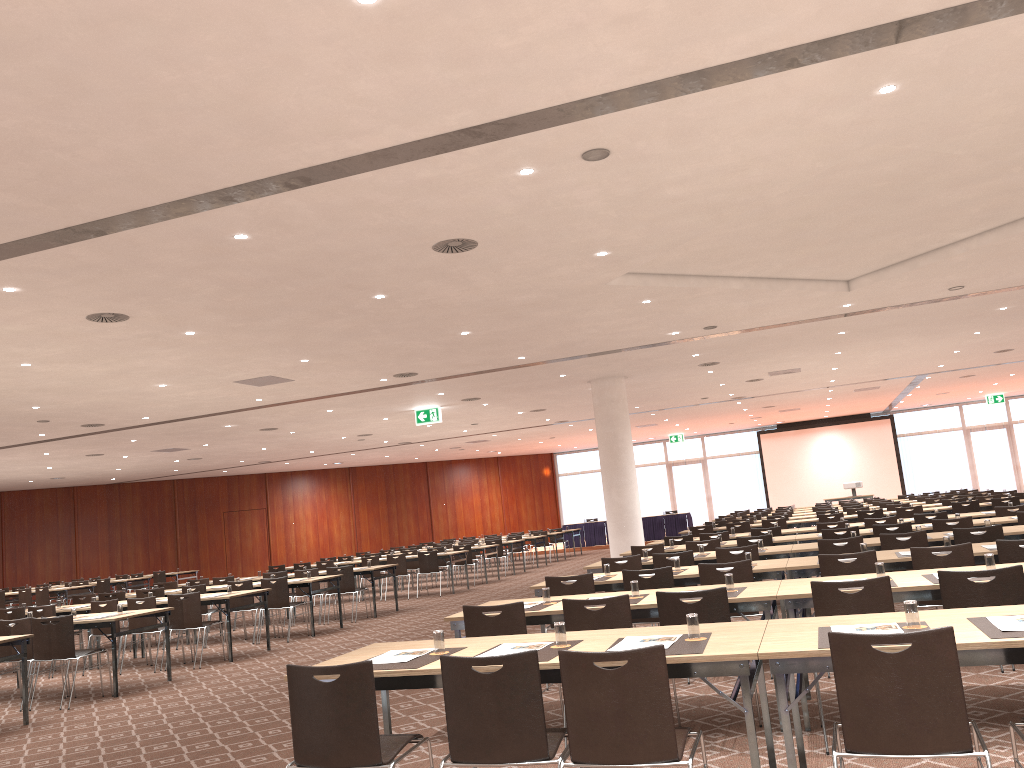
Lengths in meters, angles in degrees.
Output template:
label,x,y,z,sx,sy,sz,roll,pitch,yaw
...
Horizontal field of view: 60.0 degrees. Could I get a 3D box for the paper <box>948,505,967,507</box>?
label,x,y,z,sx,sy,sz,roll,pitch,yaw
paper,8.010,2.195,15.945,0.284,0.006,0.398,-9,-9,19

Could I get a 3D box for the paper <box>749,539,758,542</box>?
label,x,y,z,sx,sy,sz,roll,pitch,yaw
paper,3.187,2.075,11.746,0.284,0.006,0.398,-9,-9,18

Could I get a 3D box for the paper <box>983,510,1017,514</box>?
label,x,y,z,sx,sy,sz,roll,pitch,yaw
paper,6.928,1.811,12.561,0.460,0.003,0.566,-9,-9,19

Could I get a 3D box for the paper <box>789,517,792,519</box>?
label,x,y,z,sx,sy,sz,roll,pitch,yaw
paper,5.651,2.855,18.737,0.460,0.003,0.566,-9,-9,20

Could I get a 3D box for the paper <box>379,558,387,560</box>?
label,x,y,z,sx,sy,sz,roll,pitch,yaw
paper,-2.850,3.841,19.483,0.284,0.006,0.398,-9,-9,17

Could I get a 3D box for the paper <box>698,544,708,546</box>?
label,x,y,z,sx,sy,sz,roll,pitch,yaw
paper,2.562,2.170,11.952,0.284,0.006,0.398,-9,-9,18

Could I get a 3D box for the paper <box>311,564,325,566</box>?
label,x,y,z,sx,sy,sz,roll,pitch,yaw
paper,-4.334,4.057,19.882,0.460,0.003,0.566,-8,-9,15

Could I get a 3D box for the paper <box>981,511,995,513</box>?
label,x,y,z,sx,sy,sz,roll,pitch,yaw
paper,6.873,1.825,12.645,0.284,0.006,0.398,-9,-9,18

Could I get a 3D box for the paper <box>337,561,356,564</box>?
label,x,y,z,sx,sy,sz,roll,pitch,yaw
paper,-3.712,3.965,19.694,0.460,0.003,0.566,-9,-9,19

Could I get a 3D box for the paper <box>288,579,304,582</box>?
label,x,y,z,sx,sy,sz,roll,pitch,yaw
paper,-3.372,3.068,13.881,0.284,0.006,0.398,-9,-9,17

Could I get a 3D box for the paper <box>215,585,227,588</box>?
label,x,y,z,sx,sy,sz,roll,pitch,yaw
paper,-4.597,3.255,14.287,0.284,0.006,0.398,-9,-9,19

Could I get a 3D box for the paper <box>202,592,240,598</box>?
label,x,y,z,sx,sy,sz,roll,pitch,yaw
paper,-4.012,2.851,11.930,0.460,0.003,0.566,-8,-9,17

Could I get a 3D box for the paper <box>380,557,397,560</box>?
label,x,y,z,sx,sy,sz,roll,pitch,yaw
paper,-2.824,3.828,19.386,0.460,0.003,0.566,-8,-9,15

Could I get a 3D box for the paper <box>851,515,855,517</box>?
label,x,y,z,sx,sy,sz,roll,pitch,yaw
paper,6.507,2.417,16.372,0.460,0.003,0.566,-8,-9,17

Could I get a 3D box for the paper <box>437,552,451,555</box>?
label,x,y,z,sx,sy,sz,roll,pitch,yaw
paper,-1.602,3.644,18.996,0.460,0.003,0.566,-9,-9,19

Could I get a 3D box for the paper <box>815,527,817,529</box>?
label,x,y,z,sx,sy,sz,roll,pitch,yaw
paper,4.776,2.136,13.252,0.460,0.003,0.566,-9,-9,21

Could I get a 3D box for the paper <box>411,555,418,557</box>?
label,x,y,z,sx,sy,sz,roll,pitch,yaw
paper,-2.210,3.738,19.205,0.460,0.003,0.566,-8,-9,15

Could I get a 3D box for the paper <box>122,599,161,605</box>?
label,x,y,z,sx,sy,sz,roll,pitch,yaw
paper,-5.205,3.034,12.332,0.460,0.003,0.566,-9,-9,19

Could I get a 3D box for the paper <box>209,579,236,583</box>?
label,x,y,z,sx,sy,sz,roll,pitch,yaw
paper,-5.456,3.685,16.571,0.460,0.003,0.566,-9,-9,19

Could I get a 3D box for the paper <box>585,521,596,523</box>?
label,x,y,z,sx,sy,sz,roll,pitch,yaw
paper,2.790,4.943,31.767,0.460,0.003,0.566,-9,-9,18

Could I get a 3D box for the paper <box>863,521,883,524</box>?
label,x,y,z,sx,sy,sz,roll,pitch,yaw
paper,5.361,2.055,13.143,0.284,0.006,0.398,-8,-9,17

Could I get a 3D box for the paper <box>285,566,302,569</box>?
label,x,y,z,sx,sy,sz,roll,pitch,yaw
paper,-4.953,4.152,20.087,0.460,0.003,0.566,-9,-9,19

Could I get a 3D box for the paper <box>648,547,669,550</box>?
label,x,y,z,sx,sy,sz,roll,pitch,yaw
paper,1.990,2.257,12.143,0.284,0.006,0.398,-9,-9,20

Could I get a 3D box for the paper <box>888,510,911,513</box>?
label,x,y,z,sx,sy,sz,roll,pitch,yaw
paper,7.110,2.321,16.146,0.460,0.003,0.566,-9,-9,19

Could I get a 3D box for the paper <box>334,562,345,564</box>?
label,x,y,z,sx,sy,sz,roll,pitch,yaw
paper,-3.795,3.977,19.746,0.284,0.006,0.398,-9,-9,18

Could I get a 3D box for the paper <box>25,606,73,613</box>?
label,x,y,z,sx,sy,sz,roll,pitch,yaw
paper,-6.739,3.265,12.826,0.460,0.003,0.566,-9,-9,18

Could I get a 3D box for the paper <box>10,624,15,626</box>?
label,x,y,z,sx,sy,sz,roll,pitch,yaw
paper,-5.836,2.821,10.449,0.460,0.003,0.566,-9,-9,18

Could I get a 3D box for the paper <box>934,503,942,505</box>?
label,x,y,z,sx,sy,sz,roll,pitch,yaw
paper,8.642,2.404,17.810,0.284,0.006,0.398,-8,-9,17

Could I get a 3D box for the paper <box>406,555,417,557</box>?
label,x,y,z,sx,sy,sz,roll,pitch,yaw
paper,-2.253,3.747,19.266,0.284,0.006,0.398,-8,-9,16

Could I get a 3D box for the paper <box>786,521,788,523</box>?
label,x,y,z,sx,sy,sz,roll,pitch,yaw
paper,4.993,2.644,16.848,0.460,0.003,0.566,-9,-9,19

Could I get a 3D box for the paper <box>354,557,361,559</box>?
label,x,y,z,sx,sy,sz,roll,pitch,yaw
paper,-3.731,4.281,21.848,0.284,0.006,0.398,-8,-9,15

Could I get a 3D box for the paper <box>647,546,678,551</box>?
label,x,y,z,sx,sy,sz,roll,pitch,yaw
paper,1.998,2.252,12.085,0.460,0.003,0.566,-8,-9,16

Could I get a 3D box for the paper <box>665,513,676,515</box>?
label,x,y,z,sx,sy,sz,roll,pitch,yaw
paper,5.469,4.538,30.897,0.460,0.003,0.566,-9,-9,18

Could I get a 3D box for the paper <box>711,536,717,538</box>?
label,x,y,z,sx,sy,sz,roll,pitch,yaw
paper,3.234,2.374,13.812,0.284,0.006,0.398,-9,-9,18

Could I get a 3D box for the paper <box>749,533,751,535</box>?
label,x,y,z,sx,sy,sz,roll,pitch,yaw
paper,3.854,2.276,13.551,0.460,0.003,0.566,-8,-9,15

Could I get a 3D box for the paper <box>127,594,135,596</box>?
label,x,y,z,sx,sy,sz,roll,pitch,yaw
paper,-6.115,3.477,14.701,0.460,0.003,0.566,-9,-9,19

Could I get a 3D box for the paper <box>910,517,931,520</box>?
label,x,y,z,sx,sy,sz,roll,pitch,yaw
paper,5.972,1.964,12.949,0.284,0.006,0.398,-9,-9,19

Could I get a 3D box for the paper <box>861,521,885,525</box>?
label,x,y,z,sx,sy,sz,roll,pitch,yaw
paper,5.404,2.043,13.065,0.460,0.003,0.566,-8,-9,17

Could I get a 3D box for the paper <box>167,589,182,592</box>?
label,x,y,z,sx,sy,sz,roll,pitch,yaw
paper,-5.514,3.392,14.568,0.284,0.006,0.398,-9,-9,18

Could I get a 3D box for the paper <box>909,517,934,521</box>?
label,x,y,z,sx,sy,sz,roll,pitch,yaw
paper,6.019,1.947,12.840,0.460,0.003,0.566,-9,-9,19

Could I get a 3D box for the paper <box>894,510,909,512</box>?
label,x,y,z,sx,sy,sz,roll,pitch,yaw
paper,7.110,2.329,16.223,0.284,0.006,0.398,-9,-9,17

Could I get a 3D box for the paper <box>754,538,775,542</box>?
label,x,y,z,sx,sy,sz,roll,pitch,yaw
paper,3.210,2.064,11.663,0.460,0.003,0.566,-8,-9,14

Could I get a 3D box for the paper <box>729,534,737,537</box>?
label,x,y,z,sx,sy,sz,roll,pitch,yaw
paper,3.238,2.371,13.762,0.460,0.003,0.566,-8,-9,16

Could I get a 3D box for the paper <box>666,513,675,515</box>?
label,x,y,z,sx,sy,sz,roll,pitch,yaw
paper,5.497,4.520,30.821,0.284,0.006,0.398,-9,-9,18

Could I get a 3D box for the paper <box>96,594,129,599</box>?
label,x,y,z,sx,sy,sz,roll,pitch,yaw
paper,-6.740,3.571,14.897,0.460,0.003,0.566,-8,-9,16

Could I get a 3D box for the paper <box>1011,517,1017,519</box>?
label,x,y,z,sx,sy,sz,roll,pitch,yaw
paper,6.236,1.610,10.734,0.284,0.006,0.398,-9,-9,19

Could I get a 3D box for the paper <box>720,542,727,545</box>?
label,x,y,z,sx,sy,sz,roll,pitch,yaw
paper,2.626,2.154,11.866,0.460,0.003,0.566,-9,-9,17

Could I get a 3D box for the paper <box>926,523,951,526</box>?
label,x,y,z,sx,sy,sz,roll,pitch,yaw
paper,5.317,1.751,11.047,0.284,0.006,0.398,-8,-9,17

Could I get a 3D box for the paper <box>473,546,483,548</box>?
label,x,y,z,sx,sy,sz,roll,pitch,yaw
paper,-0.952,3.853,20.869,0.460,0.003,0.566,-9,-9,21

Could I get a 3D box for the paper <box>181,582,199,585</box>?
label,x,y,z,sx,sy,sz,roll,pitch,yaw
paper,-6.140,3.793,16.850,0.284,0.006,0.398,-8,-9,16

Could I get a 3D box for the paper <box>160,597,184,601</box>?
label,x,y,z,sx,sy,sz,roll,pitch,yaw
paper,-4.647,2.951,12.191,0.284,0.006,0.398,-9,-9,18

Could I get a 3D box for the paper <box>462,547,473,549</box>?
label,x,y,z,sx,sy,sz,roll,pitch,yaw
paper,-1.010,3.868,20.958,0.284,0.006,0.398,-9,-9,18

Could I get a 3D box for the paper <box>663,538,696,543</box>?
label,x,y,z,sx,sy,sz,roll,pitch,yaw
paper,2.638,2.458,13.935,0.460,0.003,0.566,-9,-9,19

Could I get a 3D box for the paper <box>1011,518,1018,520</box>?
label,x,y,z,sx,sy,sz,roll,pitch,yaw
paper,6.280,1.598,10.662,0.460,0.003,0.566,-8,-9,17

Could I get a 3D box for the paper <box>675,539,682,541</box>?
label,x,y,z,sx,sy,sz,roll,pitch,yaw
paper,2.636,2.471,14.046,0.284,0.006,0.398,-9,-9,18
